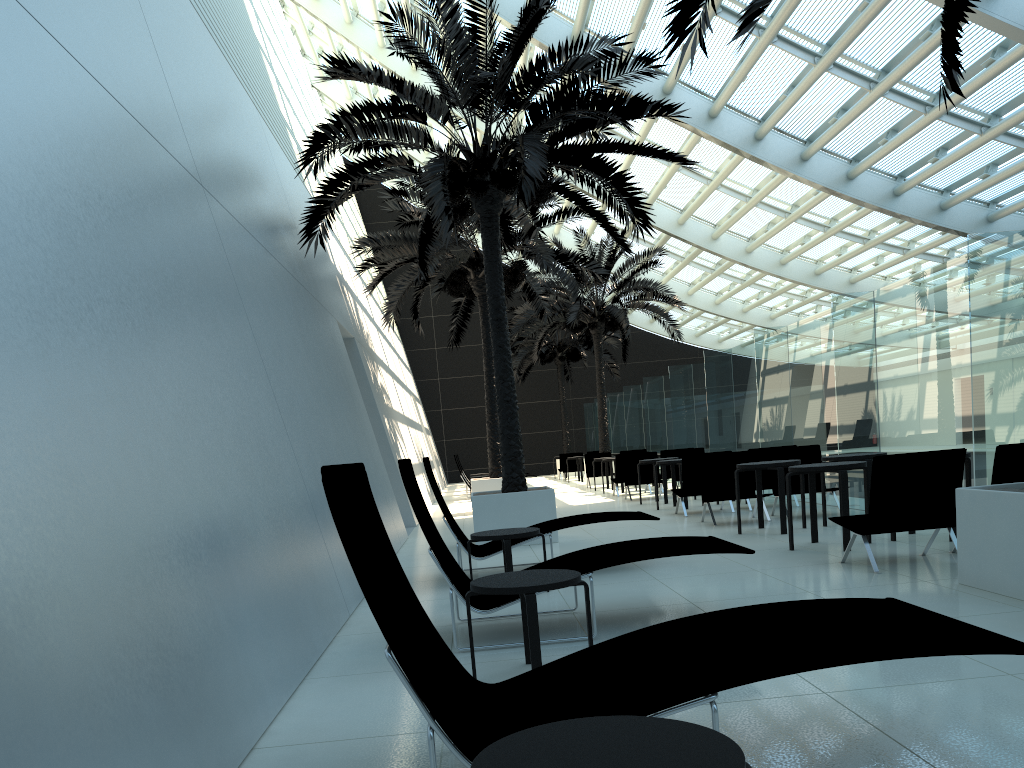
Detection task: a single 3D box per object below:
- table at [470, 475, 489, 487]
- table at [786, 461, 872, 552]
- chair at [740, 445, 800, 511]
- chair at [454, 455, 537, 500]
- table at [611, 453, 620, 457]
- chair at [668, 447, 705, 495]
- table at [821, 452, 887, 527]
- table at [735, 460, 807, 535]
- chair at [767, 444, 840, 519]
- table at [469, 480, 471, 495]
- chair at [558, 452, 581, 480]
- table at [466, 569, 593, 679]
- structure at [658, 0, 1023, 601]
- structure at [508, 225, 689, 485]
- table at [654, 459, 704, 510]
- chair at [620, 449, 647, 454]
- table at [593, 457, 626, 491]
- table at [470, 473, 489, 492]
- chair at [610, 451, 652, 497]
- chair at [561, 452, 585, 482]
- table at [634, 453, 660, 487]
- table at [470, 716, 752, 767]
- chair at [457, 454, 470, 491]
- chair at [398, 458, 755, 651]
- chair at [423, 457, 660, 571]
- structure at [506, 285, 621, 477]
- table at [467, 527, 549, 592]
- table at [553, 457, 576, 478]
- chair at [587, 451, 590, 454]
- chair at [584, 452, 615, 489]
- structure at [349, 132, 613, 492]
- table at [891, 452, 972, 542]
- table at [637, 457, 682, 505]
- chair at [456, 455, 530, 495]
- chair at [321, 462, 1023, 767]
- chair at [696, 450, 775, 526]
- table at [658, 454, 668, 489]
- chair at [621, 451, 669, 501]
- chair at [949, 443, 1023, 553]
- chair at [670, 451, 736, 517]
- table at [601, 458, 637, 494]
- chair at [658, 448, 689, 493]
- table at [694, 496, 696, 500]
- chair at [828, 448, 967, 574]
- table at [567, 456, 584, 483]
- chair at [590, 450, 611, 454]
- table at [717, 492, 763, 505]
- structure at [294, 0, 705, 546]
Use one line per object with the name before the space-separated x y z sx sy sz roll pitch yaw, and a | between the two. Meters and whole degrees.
table | -0.835 2.767 23.734 0.557 0.520 0.547 -4 1 40
table | 2.946 1.133 8.103 0.683 0.786 0.671 -3 2 40
chair | 3.680 1.364 12.754 0.716 0.894 0.883 -5 1 -3
chair | -0.414 2.296 22.304 2.035 1.166 0.916 -5 2 -2
table | 3.036 2.527 26.688 0.683 0.786 0.671 -4 2 36
chair | 3.477 1.679 16.702 0.716 0.894 0.883 -5 1 -3
table | 3.843 1.180 9.758 0.683 0.786 0.671 -4 2 36
table | 2.878 1.261 9.721 0.683 0.786 0.671 -4 2 36
chair | 3.747 1.229 11.043 0.716 0.894 0.883 -5 1 -3
table | -0.712 2.563 21.160 0.557 0.520 0.547 -4 1 36
chair | 1.944 2.788 29.648 0.716 0.894 0.883 -5 1 -3
table | 0.089 1.227 4.382 0.557 0.520 0.547 -4 1 40
structure | 3.268 -2.249 4.977 4.839 7.072 4.391 -4 3 16
structure | 2.349 -0.724 24.134 4.810 7.072 4.418 -5 3 -9
table | 2.670 1.594 13.901 0.683 0.786 0.671 -3 2 40
chair | 3.210 2.124 22.288 0.716 0.894 0.883 -5 1 -3
table | 2.341 2.157 20.980 0.683 0.786 0.671 -4 2 36
table | -0.961 2.979 26.389 0.557 0.520 0.547 -4 1 40
chair | 2.482 1.891 18.365 0.716 0.894 0.883 -5 1 -3
chair | 2.010 2.654 27.949 0.716 0.894 0.883 -5 1 -3
table | 3.306 2.076 21.017 0.683 0.786 0.671 -4 2 36
table | 0.212 1.023 1.808 0.557 0.520 0.547 -4 1 40
chair | -0.664 2.712 27.532 2.035 1.166 0.916 -5 2 -2
chair | 0.386 0.961 5.525 2.035 1.166 0.916 -5 2 -2
chair | 0.264 1.166 8.099 2.035 1.166 0.916 -5 2 -2
structure | 1.986 -0.077 32.285 4.424 7.070 4.807 -6 3 -24
table | -0.034 1.432 6.956 0.557 0.520 0.547 -4 1 40
table | 1.862 2.941 30.830 0.683 0.786 0.672 -3 2 45
chair | 2.872 2.711 29.683 0.716 0.894 0.883 -5 1 -3
chair | 2.282 2.201 22.253 0.716 0.894 0.883 -5 1 -3
structure | -0.635 -0.974 16.584 4.308 6.945 4.572 -3 4 31
table | 3.911 1.052 8.140 0.683 0.786 0.671 -3 2 40
table | 2.609 1.710 15.368 0.683 0.786 0.671 -4 2 36
chair | -0.537 2.501 24.878 2.035 1.166 0.916 -5 2 -2
chair | 0.509 0.756 2.951 2.035 1.166 0.916 -5 2 -2
chair | 2.819 1.306 11.007 0.716 0.894 0.883 -5 1 -3
table | 3.365 1.963 19.584 0.683 0.786 0.671 -3 2 40
chair | 2.549 1.757 16.666 0.716 0.894 0.883 -5 1 -3
chair | 3.956 0.903 6.956 0.716 0.894 0.883 -5 1 -3
chair | 2.751 1.441 12.719 0.716 0.894 0.883 -5 1 -3
table | 2.400 2.043 19.547 0.683 0.786 0.671 -3 2 40
chair | 3.410 1.813 18.401 0.716 0.894 0.883 -5 1 -3
table | 3.574 1.630 15.405 0.683 0.786 0.671 -4 2 36
chair | 3.028 0.980 6.921 0.716 0.894 0.883 -5 1 -3
table | 2.071 2.608 26.651 0.683 0.786 0.671 -4 2 36
chair | 2.938 2.577 27.984 0.716 0.894 0.883 -5 1 -3
table | 3.635 1.514 13.938 0.683 0.786 0.671 -3 2 40
structure | -0.141 -1.438 10.590 4.607 6.884 4.275 -6 3 -24
